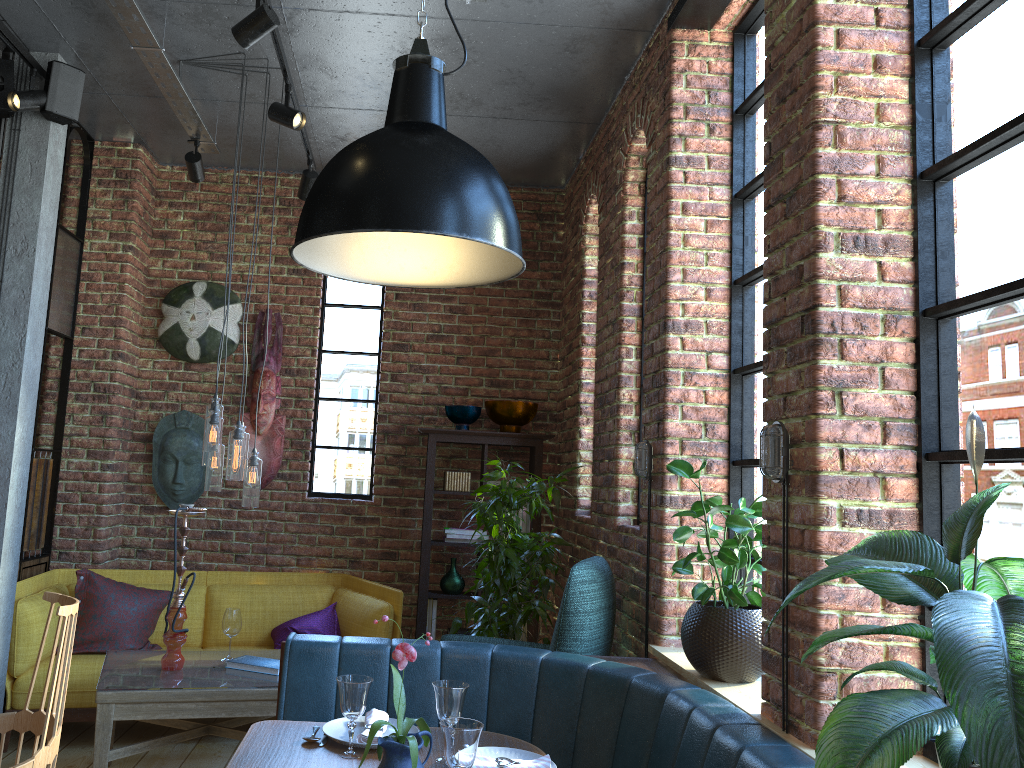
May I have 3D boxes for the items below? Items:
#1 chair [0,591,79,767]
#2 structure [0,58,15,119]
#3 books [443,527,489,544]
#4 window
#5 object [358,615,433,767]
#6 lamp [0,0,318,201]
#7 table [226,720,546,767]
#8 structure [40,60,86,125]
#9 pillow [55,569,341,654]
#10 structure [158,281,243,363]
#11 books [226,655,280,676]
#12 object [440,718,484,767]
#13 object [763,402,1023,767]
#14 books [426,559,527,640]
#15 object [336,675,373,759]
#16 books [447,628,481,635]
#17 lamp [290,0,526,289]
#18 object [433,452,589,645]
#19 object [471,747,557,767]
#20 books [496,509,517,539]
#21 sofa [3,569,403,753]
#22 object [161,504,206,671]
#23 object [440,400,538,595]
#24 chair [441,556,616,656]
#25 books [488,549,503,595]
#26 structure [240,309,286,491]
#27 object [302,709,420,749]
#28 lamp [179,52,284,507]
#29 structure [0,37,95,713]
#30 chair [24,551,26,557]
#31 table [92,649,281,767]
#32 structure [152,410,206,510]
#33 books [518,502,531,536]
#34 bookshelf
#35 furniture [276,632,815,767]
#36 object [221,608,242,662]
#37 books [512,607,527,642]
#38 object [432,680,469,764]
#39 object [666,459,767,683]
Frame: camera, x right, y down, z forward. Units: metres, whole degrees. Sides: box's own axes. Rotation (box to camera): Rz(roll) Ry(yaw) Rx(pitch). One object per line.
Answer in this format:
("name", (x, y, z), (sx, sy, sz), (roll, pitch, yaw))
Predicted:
("chair", (-1.409, 1.080, 2.307), (0.431, 1.008, 0.557), (7, -8, -33))
("structure", (-2.435, -1.388, 4.153), (0.177, 0.268, 0.172), (7, -8, -31))
("books", (-0.278, 0.914, 5.303), (0.268, 0.080, 0.179), (3, -6, -3))
("window", (-0.087, -0.275, 3.230), (3.277, 2.436, 8.920), (8, -8, -38))
("object", (-0.235, 0.718, 1.928), (0.140, 0.432, 0.212), (1, -7, 13))
("lamp", (-3.811, -1.651, 2.008), (6.236, 0.274, 7.246), (3, -6, -4))
("table", (-0.260, 1.251, 1.779), (0.818, 0.662, 1.544), (3, -6, -6))
("structure", (-2.134, -1.371, 4.157), (0.193, 0.268, 0.158), (-3, -9, 36))
("pillow", (-1.685, 1.260, 4.874), (1.462, 0.455, 0.408), (4, -7, -14))
("structure", (-1.973, -0.394, 5.572), (0.529, 0.522, 0.147), (3, -7, -2))
("books", (-1.111, 1.246, 3.907), (0.282, 0.028, 0.155), (1, -7, 21))
("object", (-0.115, 0.844, 1.932), (0.102, 0.192, 0.094), (-1, -8, 25))
("object", (0.756, 0.393, 1.497), (0.604, 0.753, 0.736), (3, -7, -6))
("books", (-0.212, 1.273, 5.266), (0.584, 0.576, 0.191), (3, -7, -3))
("object", (-0.417, 0.869, 2.301), (0.102, 0.192, 0.094), (-1, -8, 25))
("books", (-0.233, 1.510, 5.209), (0.303, 0.088, 0.244), (3, -6, -2))
("lamp", (-0.207, -0.929, 2.070), (0.541, 1.330, 0.515), (1, -7, 13))
("object", (-0.021, 1.115, 4.418), (0.700, 1.532, 0.887), (6, -8, -26))
("object", (-0.024, 0.953, 2.231), (0.270, 0.051, 0.324), (3, -6, -1))
("books", (-0.040, 0.841, 5.339), (0.123, 0.259, 0.163), (3, -7, -5))
("sofa", (-1.673, 1.456, 4.814), (1.938, 0.765, 0.811), (5, -7, -18))
("object", (-1.442, 0.878, 3.810), (0.166, 0.706, 0.265), (4, -7, -14))
("object", (-0.178, 0.981, 5.283), (0.602, 1.766, 0.330), (3, -7, -8))
("chair", (-0.112, 1.238, 3.615), (1.065, 1.100, 0.780), (0, -7, 20))
("books", (-0.094, 1.129, 5.289), (0.085, 0.273, 0.173), (3, -7, -6))
("structure", (-1.566, 0.104, 5.573), (0.237, 1.149, 0.215), (-4, -10, 41))
("object", (-0.409, 0.957, 2.448), (0.325, 0.051, 0.268), (3, -6, 0))
("lamp", (-1.385, -0.503, 4.171), (0.519, 2.125, 0.278), (-1, -8, 21))
("structure", (-4.233, -0.322, 1.535), (5.855, 3.335, 6.009), (5, -7, -20))
("chair", (-3.078, 1.333, 5.082), (0.451, 0.923, 0.532), (0, -7, 17))
("table", (-1.324, 1.500, 3.857), (0.910, 0.509, 0.769), (5, -7, -19))
("structure", (-2.053, 0.480, 5.455), (0.367, 0.641, 0.104), (3, -7, -1))
("books", (0.063, 0.845, 5.332), (0.079, 0.258, 0.178), (3, -7, -6))
("bookshelf", (-0.201, 1.126, 5.278), (0.814, 1.672, 0.317), (3, -7, -2))
("furniture", (0.016, 1.184, 1.787), (1.358, 0.824, 2.620), (3, -6, -6))
("object", (-1.292, 1.151, 4.051), (0.095, 0.229, 0.087), (-2, -9, 34))
("books", (0.038, 1.437, 5.257), (0.084, 0.273, 0.190), (3, -7, -6))
("object", (-0.165, 0.882, 2.298), (0.102, 0.192, 0.094), (-1, -8, 25))
("object", (0.682, 0.576, 2.745), (0.398, 0.665, 0.495), (0, -7, 19))
